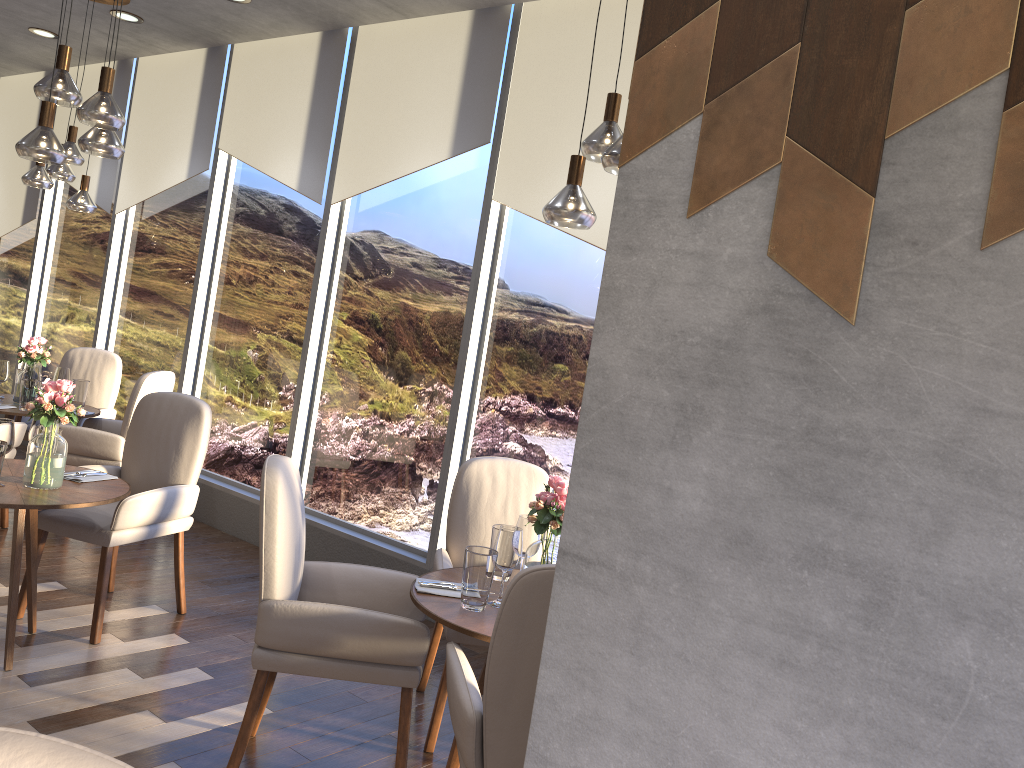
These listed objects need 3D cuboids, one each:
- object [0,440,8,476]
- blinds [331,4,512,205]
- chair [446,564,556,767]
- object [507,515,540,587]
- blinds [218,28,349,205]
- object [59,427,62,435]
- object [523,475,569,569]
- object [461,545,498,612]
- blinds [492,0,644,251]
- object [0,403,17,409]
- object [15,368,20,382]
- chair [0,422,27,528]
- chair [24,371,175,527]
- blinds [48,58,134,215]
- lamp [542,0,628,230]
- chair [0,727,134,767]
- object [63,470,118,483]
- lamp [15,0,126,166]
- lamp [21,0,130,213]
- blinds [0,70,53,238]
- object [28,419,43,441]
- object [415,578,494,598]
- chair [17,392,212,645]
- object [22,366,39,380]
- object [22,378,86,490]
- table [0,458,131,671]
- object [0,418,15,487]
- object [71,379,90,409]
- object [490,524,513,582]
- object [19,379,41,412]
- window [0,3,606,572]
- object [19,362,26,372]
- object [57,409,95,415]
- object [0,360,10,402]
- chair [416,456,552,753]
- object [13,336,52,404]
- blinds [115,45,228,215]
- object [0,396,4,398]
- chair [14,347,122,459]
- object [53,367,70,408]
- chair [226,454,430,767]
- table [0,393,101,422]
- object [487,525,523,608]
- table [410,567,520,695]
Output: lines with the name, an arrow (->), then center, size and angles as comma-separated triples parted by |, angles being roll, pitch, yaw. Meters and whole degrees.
object -> -1.863, 0.292, 3.148 | 0.102, 0.178, 0.102 | 8, 1, -32
blinds -> -0.417, -2.306, 4.945 | 1.176, 2.680, 0.007 | 10, 1, 38
chair -> 0.086, 0.894, 2.298 | 0.528, 1.000, 0.600 | 9, 1, -8
object -> 0.041, 0.569, 2.985 | 0.092, 0.244, 0.092 | 9, 1, 18
blinds -> -1.404, -2.495, 5.716 | 1.176, 2.680, 0.007 | 10, 1, 38
object -> -1.904, 0.266, 3.616 | 0.102, 0.178, 0.102 | 9, 1, -13
object -> 0.126, 0.502, 2.850 | 0.197, 0.415, 0.210 | 9, 1, -15
object -> -0.105, 0.591, 2.688 | 0.102, 0.178, 0.102 | 9, 1, 10
blinds -> 0.511, -1.825, 4.186 | 1.176, 2.680, 0.007 | 10, 1, 38
object -> -2.949, 0.119, 5.062 | 0.157, 0.019, 0.255 | 9, 2, 6
object -> -3.070, -0.002, 5.572 | 0.102, 0.178, 0.102 | 9, 1, -22
chair -> -3.004, 0.300, 4.733 | 0.528, 1.000, 0.600 | 9, 1, 1
chair -> -2.419, 0.370, 5.287 | 0.600, 1.000, 0.528 | 9, 1, 4
blinds -> -3.375, -2.726, 7.241 | 1.176, 2.680, 0.007 | 10, 1, 38
lamp -> 0.403, -1.136, 2.809 | 0.439, 1.326, 0.439 | 9, 1, 5
chair -> -0.579, 0.859, 0.617 | 0.528, 1.000, 0.600 | 9, 1, -3
object -> -1.752, 0.371, 3.607 | 0.158, 0.019, 0.255 | 10, 3, 21
lamp -> -1.586, -1.476, 3.386 | 0.440, 1.326, 0.438 | 10, 1, 40
lamp -> -2.632, -1.724, 5.332 | 0.440, 1.326, 0.438 | 9, 1, 30
blinds -> -4.420, -2.483, 8.007 | 1.176, 2.680, 0.007 | 10, 1, 38
object -> -1.869, 0.243, 3.511 | 0.092, 0.244, 0.092 | 9, 1, 23
object -> -0.184, 0.653, 2.841 | 0.255, 0.019, 0.157 | 9, 2, -6
chair -> -1.732, 0.535, 3.948 | 0.529, 1.000, 0.599 | 9, 1, 18
object -> -2.825, 0.020, 5.187 | 0.092, 0.244, 0.092 | 10, 1, 31
object -> -1.743, 0.183, 3.343 | 0.210, 0.415, 0.198 | 9, 1, 10
table -> -1.959, 0.692, 3.399 | 0.833, 0.662, 0.834 | 9, 2, -3
object -> -1.885, 0.251, 3.253 | 0.092, 0.244, 0.092 | 9, 1, 2
object -> -2.673, 0.065, 5.473 | 0.102, 0.178, 0.102 | 10, 1, 32
object -> -0.031, 0.587, 3.071 | 0.102, 0.178, 0.102 | 8, 1, -35
object -> -2.775, 0.065, 5.093 | 0.102, 0.178, 0.102 | 10, 1, 42
window -> -1.095, -0.638, 1.800 | 8.054, 3.198, 16.143 | 9, 2, -8
object -> -3.004, -0.021, 5.482 | 0.092, 0.244, 0.092 | 9, 1, 21
object -> -2.653, 0.156, 5.311 | 0.255, 0.019, 0.157 | 9, 2, 6
object -> -3.049, -0.019, 5.277 | 0.092, 0.244, 0.092 | 9, 1, -18
chair -> -0.058, 0.823, 3.450 | 0.528, 1.000, 0.600 | 9, 1, -9
object -> -2.893, -0.084, 5.342 | 0.198, 0.415, 0.209 | 10, 1, 35
blinds -> -2.401, -2.539, 6.479 | 1.176, 2.680, 0.007 | 10, 1, 38
object -> -3.199, 0.067, 5.377 | 0.255, 0.019, 0.157 | 9, 2, 2
chair -> -2.969, 0.257, 5.894 | 0.528, 1.000, 0.600 | 9, 1, 0
object -> -2.761, 0.021, 5.417 | 0.092, 0.244, 0.092 | 9, 1, 3
chair -> -0.565, 0.767, 2.860 | 0.599, 1.000, 0.529 | 9, 1, -6
table -> -2.984, 0.447, 5.342 | 0.836, 0.662, 0.832 | 10, 2, 36
object -> -0.021, 0.568, 2.762 | 0.092, 0.244, 0.092 | 9, 1, 19
table -> 0.038, 1.033, 2.837 | 0.835, 0.662, 0.833 | 10, 2, 24
